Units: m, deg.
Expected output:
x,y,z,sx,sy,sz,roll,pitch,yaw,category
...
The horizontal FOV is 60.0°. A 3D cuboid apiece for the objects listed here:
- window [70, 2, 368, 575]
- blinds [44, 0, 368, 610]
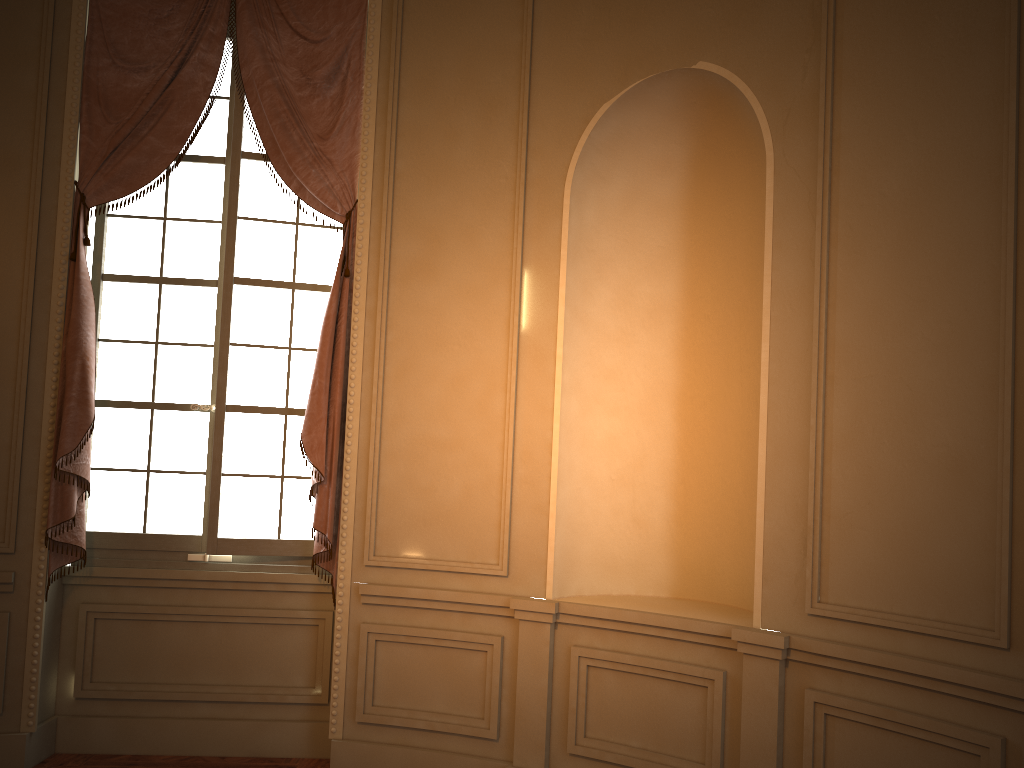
x,y,z,sx,sy,sz,roll,pitch,yaw,category
-1.407,-0.508,4.355,1.313,2.833,0.153,3,-3,-4,window
-1.394,-0.462,4.125,1.337,2.973,0.285,3,-3,-5,blinds
